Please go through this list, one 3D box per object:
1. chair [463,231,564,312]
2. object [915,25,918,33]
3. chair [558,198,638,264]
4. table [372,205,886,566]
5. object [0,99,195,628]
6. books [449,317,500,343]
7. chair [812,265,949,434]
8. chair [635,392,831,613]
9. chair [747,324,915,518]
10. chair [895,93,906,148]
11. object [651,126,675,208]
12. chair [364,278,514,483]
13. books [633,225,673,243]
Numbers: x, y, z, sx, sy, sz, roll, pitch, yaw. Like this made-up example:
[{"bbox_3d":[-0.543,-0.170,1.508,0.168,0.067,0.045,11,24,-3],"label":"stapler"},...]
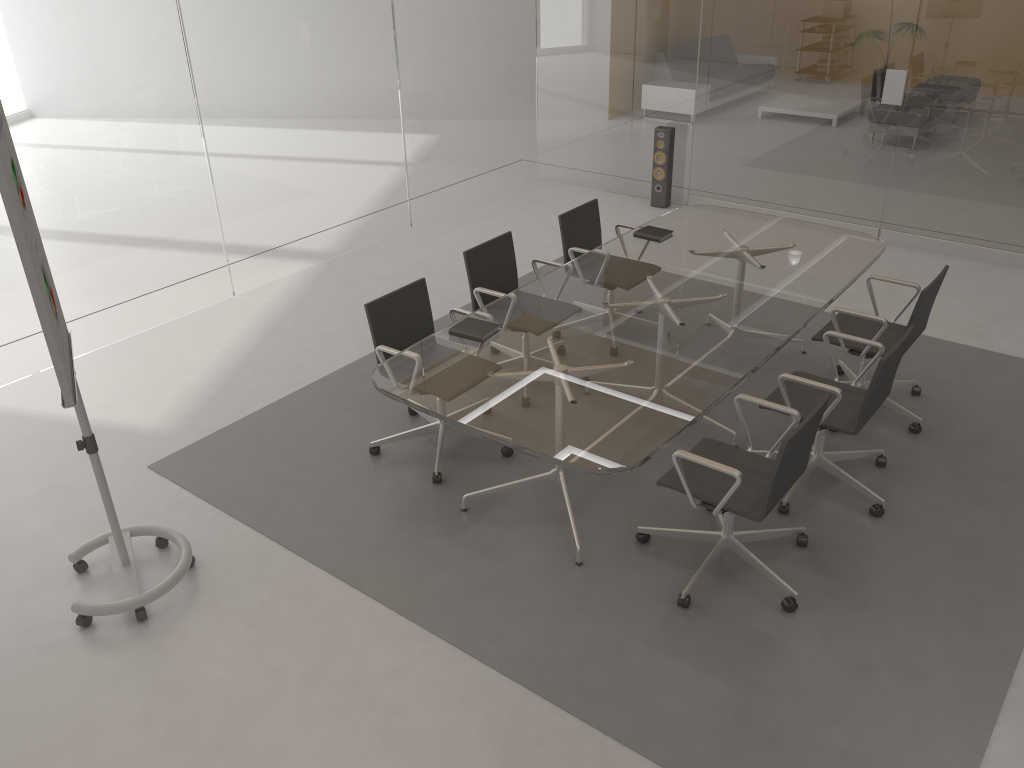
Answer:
[{"bbox_3d":[0.108,-0.380,5.061,0.710,0.805,0.731,9,30,19],"label":"chair"},{"bbox_3d":[4.926,-4.663,11.473,1.222,1.956,0.912,-7,29,-9],"label":"object"},{"bbox_3d":[0.660,-0.679,5.582,0.710,0.805,0.731,9,30,19],"label":"chair"},{"bbox_3d":[0.777,-0.119,4.625,1.372,0.721,3.054,19,35,33],"label":"table"},{"bbox_3d":[-1.646,-0.073,3.248,0.553,2.088,0.560,10,31,21],"label":"object"},{"bbox_3d":[-0.175,-0.253,4.134,0.183,0.032,0.164,15,33,28],"label":"books"},{"bbox_3d":[1.871,-0.249,4.727,0.710,0.805,0.731,9,30,19],"label":"chair"},{"bbox_3d":[0.865,0.390,3.606,0.710,0.805,0.731,9,30,19],"label":"chair"},{"bbox_3d":[1.422,0.093,4.122,0.710,0.805,0.731,9,30,19],"label":"chair"},{"bbox_3d":[4.457,-2.974,9.999,0.575,0.423,1.012,19,35,33],"label":"chair"},{"bbox_3d":[1.351,-1.943,7.972,0.152,0.706,0.124,16,33,29],"label":"object"},{"bbox_3d":[-0.334,-0.036,4.453,0.710,0.805,0.731,9,30,19],"label":"chair"},{"bbox_3d":[0.838,-0.887,5.246,0.183,0.032,0.164,21,36,35],"label":"books"}]
